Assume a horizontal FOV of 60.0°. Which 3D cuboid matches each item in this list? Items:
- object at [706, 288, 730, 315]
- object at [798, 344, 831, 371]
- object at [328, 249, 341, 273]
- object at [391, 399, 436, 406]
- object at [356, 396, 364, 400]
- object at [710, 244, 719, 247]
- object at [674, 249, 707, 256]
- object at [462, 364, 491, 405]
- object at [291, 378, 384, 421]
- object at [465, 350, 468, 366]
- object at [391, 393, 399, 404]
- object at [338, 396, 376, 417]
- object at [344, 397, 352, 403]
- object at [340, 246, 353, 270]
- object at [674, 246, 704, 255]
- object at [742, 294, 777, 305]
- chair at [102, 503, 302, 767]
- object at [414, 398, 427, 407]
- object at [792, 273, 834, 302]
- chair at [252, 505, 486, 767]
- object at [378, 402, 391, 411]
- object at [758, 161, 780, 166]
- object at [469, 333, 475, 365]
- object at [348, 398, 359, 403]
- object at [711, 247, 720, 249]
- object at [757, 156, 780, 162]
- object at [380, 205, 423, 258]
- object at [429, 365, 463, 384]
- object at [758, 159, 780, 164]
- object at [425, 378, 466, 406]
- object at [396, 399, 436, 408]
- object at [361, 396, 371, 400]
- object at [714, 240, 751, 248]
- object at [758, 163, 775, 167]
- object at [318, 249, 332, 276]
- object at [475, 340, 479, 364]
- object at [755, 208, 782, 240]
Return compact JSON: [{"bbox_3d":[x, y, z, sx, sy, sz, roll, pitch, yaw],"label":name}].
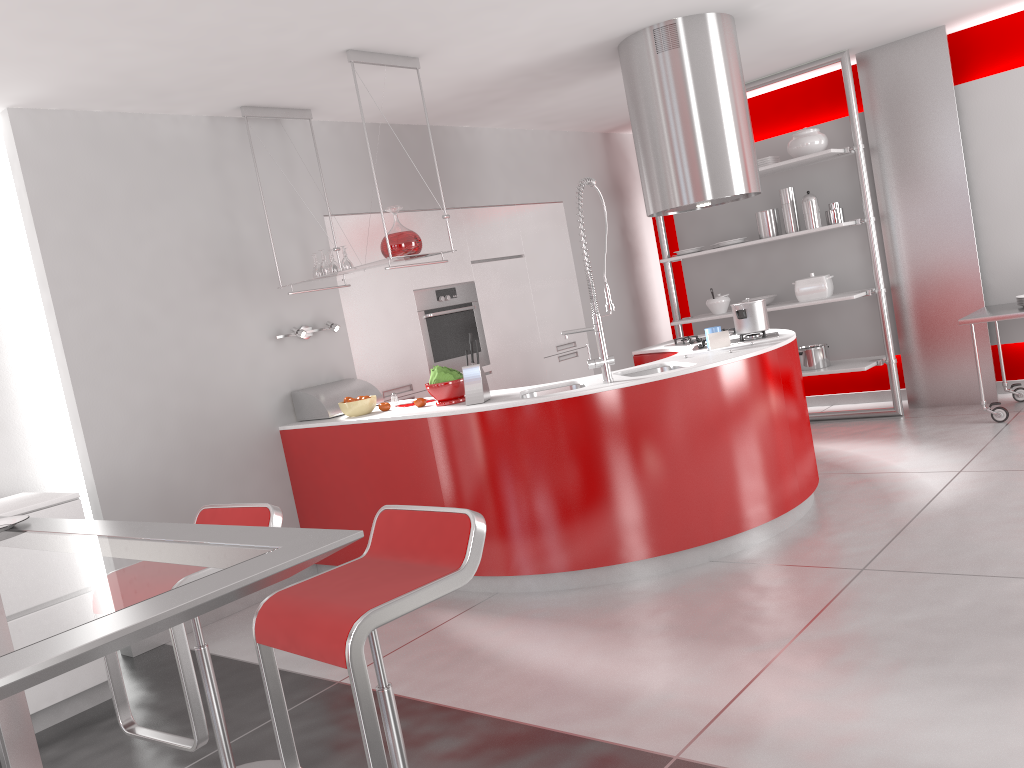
[{"bbox_3d":[1.639,-0.664,7.061,0.192,0.214,0.192,-8,6,28],"label":"object"},{"bbox_3d":[2.264,-0.201,6.681,0.240,0.161,0.259,-9,5,24],"label":"object"},{"bbox_3d":[-0.954,-0.648,4.745,0.060,0.141,0.060,-6,7,41],"label":"object"},{"bbox_3d":[-0.475,0.089,4.747,0.375,0.008,0.041,-9,5,18],"label":"object"},{"bbox_3d":[-0.808,0.088,4.753,0.066,0.049,0.062,-7,6,38],"label":"object"},{"bbox_3d":[1.716,-1.115,7.117,0.244,0.042,0.244,-8,6,33],"label":"object"},{"bbox_3d":[1.420,-1.043,7.091,0.280,0.015,0.280,-12,5,-12],"label":"object"},{"bbox_3d":[-0.174,-0.002,4.182,0.091,0.178,0.137,-10,5,14],"label":"object"},{"bbox_3d":[-0.990,0.077,5.054,0.300,0.170,0.400,-6,7,41],"label":"object"},{"bbox_3d":[-0.206,-0.062,4.200,0.009,0.197,0.091,-10,5,12],"label":"object"},{"bbox_3d":[-0.658,0.080,4.970,0.042,0.066,0.043,-14,6,-35],"label":"object"},{"bbox_3d":[-0.813,0.124,4.708,0.201,0.086,0.201,-6,7,42],"label":"object"},{"bbox_3d":[-0.870,0.096,4.750,0.055,0.058,0.066,-8,6,27],"label":"object"},{"bbox_3d":[-0.879,-0.657,4.681,0.060,0.141,0.060,-6,7,41],"label":"object"},{"bbox_3d":[1.417,-1.056,7.090,0.244,0.042,0.244,-8,6,26],"label":"object"},{"bbox_3d":[1.955,-0.646,6.993,0.272,0.072,0.272,-10,5,5],"label":"object"},{"bbox_3d":[-0.894,0.827,2.638,0.418,0.857,0.460,-7,6,37],"label":"chair"},{"bbox_3d":[-0.466,0.093,4.509,0.064,0.048,0.063,-9,5,19],"label":"object"},{"bbox_3d":[2.246,-0.729,6.601,0.282,0.197,0.235,-8,6,31],"label":"object"},{"bbox_3d":[-0.272,0.758,2.083,0.460,0.857,0.418,-16,7,-44],"label":"chair"},{"bbox_3d":[-0.669,0.121,4.662,0.065,0.047,0.063,-6,7,41],"label":"object"},{"bbox_3d":[1.895,-1.641,6.668,0.200,0.030,0.200,-6,7,41],"label":"object"},{"bbox_3d":[-0.182,-0.081,4.201,0.014,0.322,0.150,-10,5,12],"label":"object"},{"bbox_3d":[-0.837,0.098,4.699,0.065,0.052,0.062,-8,6,26],"label":"object"},{"bbox_3d":[1.719,-1.102,7.118,0.280,0.015,0.280,-12,5,-12],"label":"object"},{"bbox_3d":[1.889,-1.671,6.666,0.200,0.030,0.200,-6,7,41],"label":"object"},{"bbox_3d":[-0.571,-0.761,4.475,0.213,0.266,0.213,-13,5,-20],"label":"object"},{"bbox_3d":[-0.309,-0.016,4.381,0.193,0.182,0.198,-15,7,-43],"label":"object"},{"bbox_3d":[1.892,-1.656,6.667,0.200,0.030,0.200,-6,7,41],"label":"object"},{"bbox_3d":[-0.308,0.038,4.392,0.229,0.118,0.228,-10,5,13],"label":"object"},{"bbox_3d":[-0.526,0.103,4.770,0.168,0.006,0.266,-13,5,-22],"label":"object"},{"bbox_3d":[-0.773,0.087,4.696,0.062,0.049,0.066,-15,7,-40],"label":"object"},{"bbox_3d":[1.696,-1.072,6.830,0.280,0.015,0.280,-13,5,-19],"label":"object"},{"bbox_3d":[1.898,-1.625,6.670,0.200,0.030,0.200,-6,7,41],"label":"object"},{"bbox_3d":[-0.988,-0.635,4.668,0.060,0.141,0.060,-9,5,18],"label":"object"},{"bbox_3d":[-0.154,-0.069,4.187,0.012,0.279,0.130,-10,5,12],"label":"object"},{"bbox_3d":[1.931,-1.203,6.687,0.172,0.205,0.184,-15,7,-43],"label":"object"}]
